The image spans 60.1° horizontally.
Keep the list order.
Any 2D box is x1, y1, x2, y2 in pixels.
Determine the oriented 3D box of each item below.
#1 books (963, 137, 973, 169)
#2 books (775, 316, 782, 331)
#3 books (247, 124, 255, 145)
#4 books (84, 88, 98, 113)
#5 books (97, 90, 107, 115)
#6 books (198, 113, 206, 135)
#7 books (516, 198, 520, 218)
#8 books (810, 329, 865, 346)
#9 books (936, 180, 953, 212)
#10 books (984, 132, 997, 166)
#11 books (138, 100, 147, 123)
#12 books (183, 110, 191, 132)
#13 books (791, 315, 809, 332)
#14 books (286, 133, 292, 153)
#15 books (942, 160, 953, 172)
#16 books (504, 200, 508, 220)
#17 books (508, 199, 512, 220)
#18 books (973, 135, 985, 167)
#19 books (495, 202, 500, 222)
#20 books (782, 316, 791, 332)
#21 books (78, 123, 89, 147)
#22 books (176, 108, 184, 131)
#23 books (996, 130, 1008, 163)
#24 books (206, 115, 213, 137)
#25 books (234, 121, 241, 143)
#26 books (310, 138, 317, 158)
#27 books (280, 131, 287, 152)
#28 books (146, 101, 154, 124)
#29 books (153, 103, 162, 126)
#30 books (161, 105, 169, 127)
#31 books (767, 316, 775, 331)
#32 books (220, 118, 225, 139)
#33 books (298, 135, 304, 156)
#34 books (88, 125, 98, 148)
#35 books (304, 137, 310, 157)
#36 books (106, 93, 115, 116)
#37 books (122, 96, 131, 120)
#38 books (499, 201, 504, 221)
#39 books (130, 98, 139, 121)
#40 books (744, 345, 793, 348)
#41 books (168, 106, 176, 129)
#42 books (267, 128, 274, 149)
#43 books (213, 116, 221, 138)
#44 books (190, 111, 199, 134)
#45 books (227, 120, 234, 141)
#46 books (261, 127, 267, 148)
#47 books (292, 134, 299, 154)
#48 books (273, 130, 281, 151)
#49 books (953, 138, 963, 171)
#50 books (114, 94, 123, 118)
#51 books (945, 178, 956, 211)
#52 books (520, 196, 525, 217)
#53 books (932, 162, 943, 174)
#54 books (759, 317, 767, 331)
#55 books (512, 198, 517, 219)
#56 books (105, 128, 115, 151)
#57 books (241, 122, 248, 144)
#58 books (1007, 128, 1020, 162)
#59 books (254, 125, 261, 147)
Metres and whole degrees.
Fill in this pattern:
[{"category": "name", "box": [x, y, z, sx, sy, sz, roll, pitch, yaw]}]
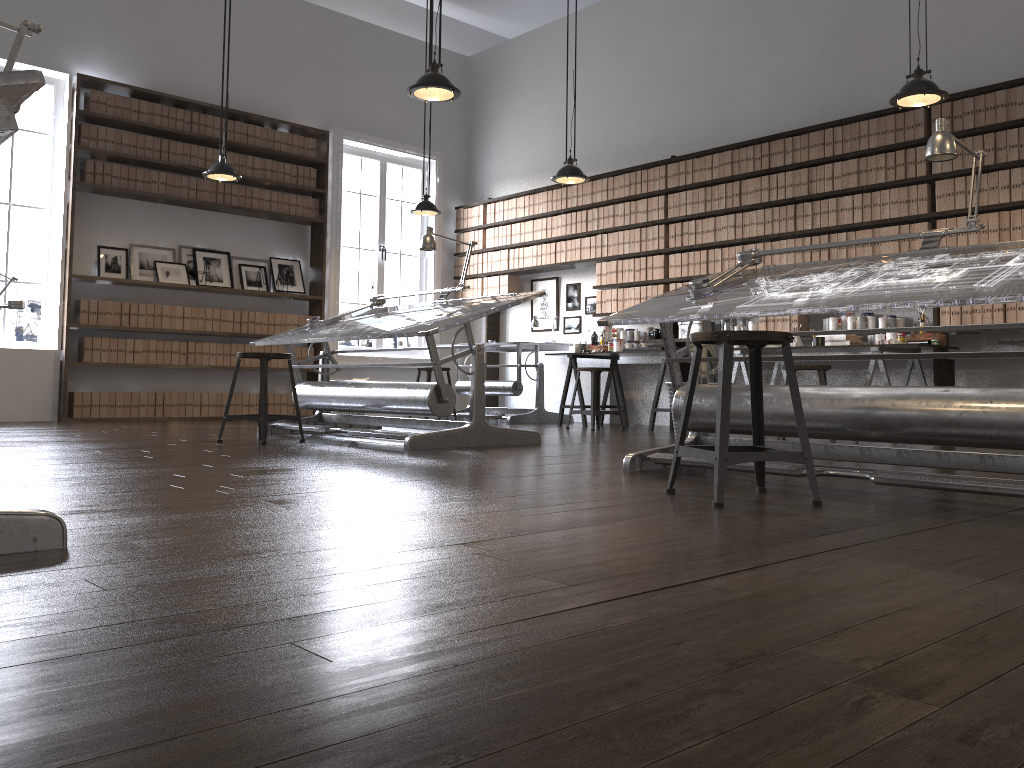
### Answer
[{"category": "books", "box": [3.208, -1.589, 6.167, 0.174, 0.226, 0.066, 3, -4, -42]}, {"category": "books", "box": [2.211, -0.507, 7.197, 0.174, 0.226, 0.066, 3, -4, -42]}, {"category": "books", "box": [-2.643, -2.463, 8.841, 0.066, 0.226, 0.174, 4, -3, -42]}, {"category": "books", "box": [-3.738, -2.484, 7.857, 0.067, 0.226, 0.174, 4, -3, -42]}, {"category": "books", "box": [-3.684, -2.483, 7.905, 0.066, 0.226, 0.174, 4, -3, -42]}, {"category": "books", "box": [-3.010, -2.470, 8.520, 0.066, 0.226, 0.174, 4, -3, -42]}, {"category": "books", "box": [0.134, -1.895, 9.600, 0.174, 0.226, 0.066, 3, -4, -42]}, {"category": "books", "box": [2.373, -0.329, 6.521, 0.385, 0.148, 0.294, 1, -1, -42]}, {"category": "books", "box": [3.080, -1.321, 6.290, 0.174, 0.226, 0.066, 3, -4, -42]}, {"category": "books", "box": [3.299, -1.588, 6.062, 0.174, 0.226, 0.067, 3, -4, -42]}, {"category": "books", "box": [-3.423, -2.478, 8.145, 0.066, 0.226, 0.174, 4, -3, -42]}, {"category": "books", "box": [-3.121, -2.472, 8.421, 0.066, 0.226, 0.174, 4, -3, -42]}, {"category": "books", "box": [2.306, -0.506, 7.091, 0.174, 0.226, 0.066, 3, -4, -42]}, {"category": "books", "box": [-2.336, -2.458, 9.123, 0.066, 0.226, 0.174, 4, -3, -42]}, {"category": "books", "box": [3.114, -1.590, 6.265, 0.174, 0.226, 0.066, 3, -4, -42]}, {"category": "books", "box": [-0.003, -1.897, 9.753, 0.174, 0.226, 0.066, 3, -4, -42]}, {"category": "books", "box": [0.045, -1.896, 9.700, 0.174, 0.226, 0.066, 3, -4, -42]}, {"category": "books", "box": [3.254, -1.588, 6.120, 0.174, 0.226, 0.066, 3, -4, -42]}, {"category": "books", "box": [-0.097, -1.897, 9.858, 0.174, 0.226, 0.066, 3, -4, -42]}, {"category": "books", "box": [2.255, -0.506, 7.141, 0.174, 0.226, 0.066, 3, -4, -42]}, {"category": "books", "box": [-3.792, -2.166, 7.804, 0.066, 0.226, 0.174, 4, -3, -42]}, {"category": "books", "box": [-3.170, -2.473, 8.370, 0.066, 0.226, 0.174, 4, -3, -42]}, {"category": "books", "box": [3.353, -1.587, 6.009, 0.174, 0.226, 0.066, 3, -4, -42]}, {"category": "books", "box": [-2.956, -2.469, 8.559, 0.066, 0.226, 0.174, 4, -3, -42]}, {"category": "books", "box": [-2.746, -2.465, 8.754, 0.066, 0.226, 0.174, 4, -3, -42]}, {"category": "books", "box": [-2.129, -2.454, 9.305, 0.066, 0.226, 0.174, 4, -3, -42]}, {"category": "books", "box": [-2.381, -2.458, 9.080, 0.066, 0.226, 0.174, 4, -3, -42]}, {"category": "books", "box": [-3.377, -2.477, 8.188, 0.066, 0.226, 0.174, 4, -3, -42]}, {"category": "books", "box": [-3.324, -2.476, 8.229, 0.067, 0.226, 0.174, 4, -3, -42]}, {"category": "books", "box": [-3.278, -2.475, 8.278, 0.066, 0.226, 0.174, 4, -3, -42]}, {"category": "books", "box": [2.163, -0.507, 7.249, 0.174, 0.226, 0.066, 3, -4, -42]}, {"category": "books", "box": [-2.856, -2.467, 8.659, 0.066, 0.226, 0.174, 4, -3, -42]}, {"category": "books", "box": [-2.237, -2.456, 9.214, 0.066, 0.226, 0.174, 4, -3, -42]}, {"category": "books", "box": [-3.739, -2.165, 7.849, 0.066, 0.226, 0.174, 4, -3, -42]}, {"category": "books", "box": [-2.184, -2.455, 9.261, 0.066, 0.226, 0.174, 4, -3, -42]}, {"category": "books", "box": [-3.633, -2.482, 7.956, 0.066, 0.226, 0.174, 4, -3, -42]}, {"category": "books", "box": [-3.530, -2.480, 8.051, 0.066, 0.226, 0.174, 4, -3, -42]}, {"category": "books", "box": [-0.053, -1.897, 9.802, 0.174, 0.226, 0.066, 3, -4, -42]}, {"category": "books", "box": [-3.475, -2.479, 8.095, 0.067, 0.226, 0.174, 4, -3, -42]}, {"category": "books", "box": [1.975, -0.278, 6.694, 0.256, 0.029, 0.354, 1, 0, -42]}, {"category": "books", "box": [-3.226, -2.474, 8.326, 0.066, 0.226, 0.174, 4, -3, -42]}, {"category": "books", "box": [-2.489, -2.460, 8.986, 0.066, 0.226, 0.174, 4, -3, -42]}, {"category": "books", "box": [-2.905, -2.468, 8.610, 0.066, 0.226, 0.174, 4, -3, -42]}, {"category": "books", "box": [-3.061, -2.471, 8.467, 0.067, 0.226, 0.174, 4, -3, -42]}, {"category": "books", "box": [-2.803, -2.466, 8.705, 0.066, 0.226, 0.174, 4, -3, -42]}, {"category": "books", "box": [-2.542, -2.461, 8.941, 0.066, 0.226, 0.174, 4, -3, -42]}, {"category": "books", "box": [-2.283, -2.456, 9.165, 0.067, 0.226, 0.174, 4, -3, -42]}, {"category": "books", "box": [-2.434, -2.459, 9.030, 0.067, 0.226, 0.174, 4, -3, -42]}, {"category": "books", "box": [3.162, -1.589, 6.211, 0.174, 0.226, 0.067, 3, -4, -42]}, {"category": "books", "box": [-3.583, -2.481, 8.006, 0.066, 0.226, 0.174, 4, -3, -42]}, {"category": "books", "box": [3.119, -1.320, 6.240, 0.174, 0.226, 0.067, 3, -4, -42]}, {"category": "books", "box": [0.174, -1.895, 9.552, 0.174, 0.226, 0.066, 3, -4, -42]}, {"category": "books", "box": [3.068, -1.590, 6.321, 0.174, 0.226, 0.066, 3, -4, -42]}, {"category": "books", "box": [2.114, -0.508, 7.295, 0.174, 0.226, 0.067, 3, -4, -42]}, {"category": "books", "box": [0.085, -1.896, 9.646, 0.174, 0.226, 0.067, 3, -4, -42]}, {"category": "books", "box": [-3.632, -2.163, 7.943, 0.066, 0.226, 0.174, 4, -3, -42]}, {"category": "books", "box": [-2.696, -2.464, 8.793, 0.067, 0.226, 0.174, 4, -3, -42]}, {"category": "books", "box": [3.398, -1.587, 5.954, 0.174, 0.226, 0.066, 3, -4, -42]}, {"category": "books", "box": [-2.591, -2.462, 8.892, 0.066, 0.226, 0.174, 4, -3, -42]}]
